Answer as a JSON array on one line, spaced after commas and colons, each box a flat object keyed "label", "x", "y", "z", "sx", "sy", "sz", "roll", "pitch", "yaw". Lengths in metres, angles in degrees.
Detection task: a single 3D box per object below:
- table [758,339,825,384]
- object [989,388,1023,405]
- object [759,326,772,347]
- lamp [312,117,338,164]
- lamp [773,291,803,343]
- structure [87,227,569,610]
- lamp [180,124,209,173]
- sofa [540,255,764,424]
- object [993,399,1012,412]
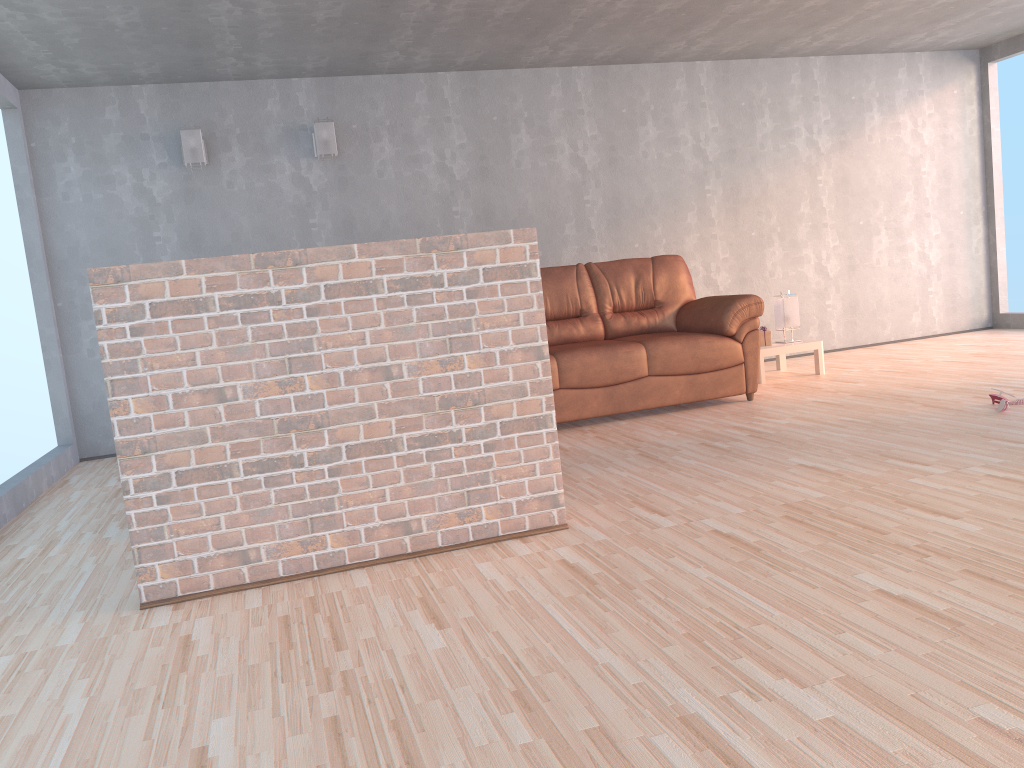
[{"label": "table", "x": 1.891, "y": -0.173, "z": 6.493, "sx": 0.548, "sy": 0.241, "sz": 0.548, "roll": -8, "pitch": 7, "yaw": -15}, {"label": "object", "x": 2.525, "y": 0.061, "z": 4.495, "sx": 0.188, "sy": 0.085, "sz": 0.069, "roll": -3, "pitch": 7, "yaw": 23}, {"label": "object", "x": 1.814, "y": -0.348, "z": 6.383, "sx": 0.099, "sy": 0.147, "sz": 0.102, "roll": -5, "pitch": 7, "yaw": 13}, {"label": "lamp", "x": -1.312, "y": -1.710, "z": 6.239, "sx": 0.165, "sy": 0.319, "sz": 0.177, "roll": -8, "pitch": 7, "yaw": -15}, {"label": "lamp", "x": 2.002, "y": -0.489, "z": 6.459, "sx": 0.140, "sy": 0.376, "sz": 0.140, "roll": -8, "pitch": 7, "yaw": -15}, {"label": "structure", "x": -0.563, "y": 0.076, "z": 2.981, "sx": 1.422, "sy": 1.057, "sz": 0.211, "roll": -8, "pitch": 7, "yaw": -15}, {"label": "lamp", "x": -2.155, "y": -1.591, "z": 5.999, "sx": 0.165, "sy": 0.319, "sz": 0.168, "roll": -8, "pitch": 7, "yaw": -15}, {"label": "sofa", "x": 0.390, "y": -0.300, "z": 5.604, "sx": 2.202, "sy": 0.923, "sz": 0.981, "roll": -8, "pitch": 7, "yaw": -15}, {"label": "object", "x": 2.418, "y": 0.099, "z": 4.352, "sx": 0.078, "sy": 0.066, "sz": 0.192, "roll": -4, "pitch": 7, "yaw": 20}]
